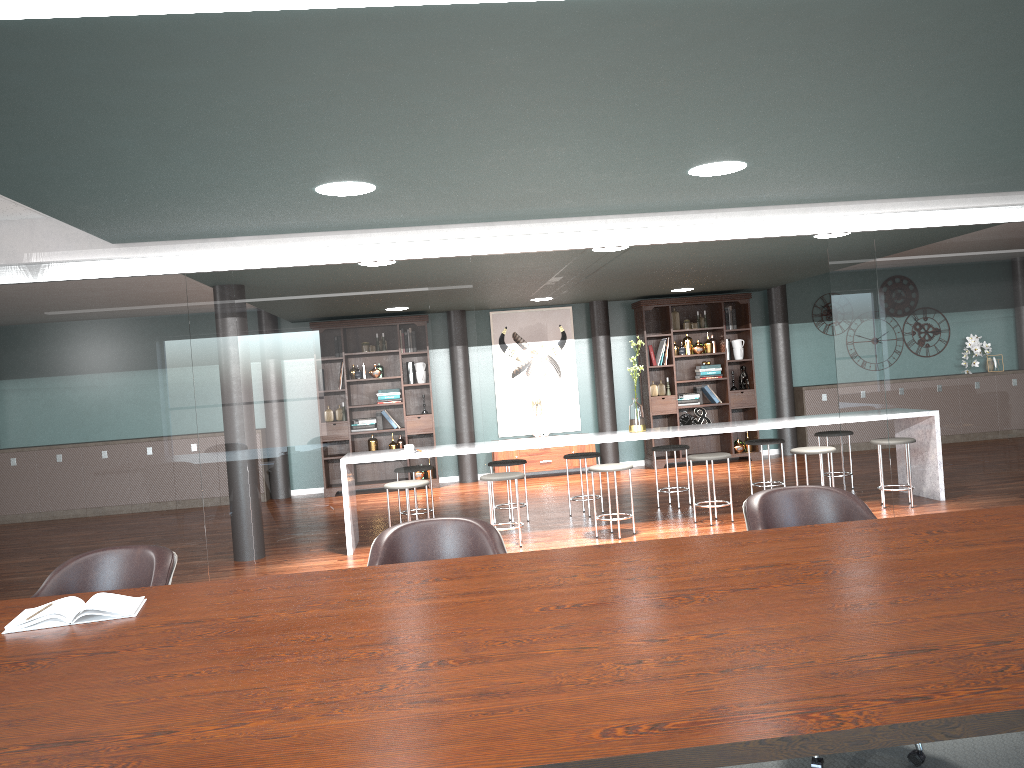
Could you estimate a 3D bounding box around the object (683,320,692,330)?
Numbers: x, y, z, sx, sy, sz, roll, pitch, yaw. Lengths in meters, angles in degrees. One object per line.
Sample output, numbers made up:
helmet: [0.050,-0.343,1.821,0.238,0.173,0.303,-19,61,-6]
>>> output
object: [2.095,-0.710,10.596,0.106,0.126,0.096,-5,1,-45]

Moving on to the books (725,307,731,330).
books: [2.585,-0.779,10.655,0.016,0.268,0.205,-4,0,-5]

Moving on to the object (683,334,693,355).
object: [2.104,-0.472,10.611,0.114,0.251,0.114,-4,0,21]

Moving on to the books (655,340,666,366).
books: [1.761,-0.369,10.582,0.115,0.296,0.210,-4,0,-5]

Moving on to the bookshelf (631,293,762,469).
bookshelf: [2.213,-0.040,10.641,1.339,1.984,0.482,-4,0,-5]

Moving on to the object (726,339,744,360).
object: [2.680,-0.419,10.695,0.268,0.262,0.137,-4,1,34]

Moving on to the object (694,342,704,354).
object: [2.243,-0.442,10.646,0.099,0.169,0.099,-5,1,-31]

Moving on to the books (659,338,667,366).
books: [1.786,-0.380,10.578,0.090,0.316,0.197,-4,0,-5]

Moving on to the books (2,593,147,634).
books: [-1.044,0.542,2.134,0.285,0.032,0.180,-4,0,-15]

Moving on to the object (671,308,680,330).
object: [1.952,-0.773,10.610,0.104,0.273,0.104,-4,1,31]

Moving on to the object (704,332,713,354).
object: [2.342,-0.493,10.580,0.108,0.256,0.108,-4,1,29]

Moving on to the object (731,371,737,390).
object: [2.653,-0.039,10.632,0.077,0.228,0.077,-4,0,-22]

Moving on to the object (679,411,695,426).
object: [2.068,0.443,10.542,0.224,0.238,0.159,-4,0,-5]

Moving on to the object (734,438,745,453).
object: [2.699,0.733,10.567,0.144,0.175,0.073,-4,0,-4]

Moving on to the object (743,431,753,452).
object: [2.828,0.682,10.627,0.108,0.256,0.108,-4,1,29]

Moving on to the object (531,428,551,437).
object: [0.347,0.585,10.580,0.245,0.112,0.261,-4,0,2]

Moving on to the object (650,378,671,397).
object: [1.746,0.032,10.573,0.250,0.221,0.186,-4,0,-7]

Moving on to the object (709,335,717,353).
object: [2.419,-0.482,10.681,0.092,0.222,0.092,-4,1,29]

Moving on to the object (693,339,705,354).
object: [2.214,-0.442,10.520,0.144,0.175,0.073,-4,0,-4]

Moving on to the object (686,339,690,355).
object: [2.087,-0.439,10.504,0.040,0.191,0.040,-4,0,4]

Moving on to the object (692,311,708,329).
object: [2.230,-0.768,10.619,0.196,0.221,0.184,-4,0,-5]

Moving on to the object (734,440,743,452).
object: [2.729,0.733,10.693,0.099,0.169,0.099,-5,1,-31]

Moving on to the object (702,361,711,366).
object: [2.327,-0.249,10.636,0.104,0.052,0.100,-4,0,-1]

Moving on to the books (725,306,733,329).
books: [2.607,-0.789,10.658,0.027,0.286,0.184,-4,0,-5]

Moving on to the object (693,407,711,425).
object: [2.274,0.412,10.678,0.233,0.268,0.051,-4,0,-5]

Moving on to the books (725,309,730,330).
books: [2.556,-0.765,10.652,0.042,0.248,0.194,-4,0,-5]

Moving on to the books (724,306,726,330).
books: [2.519,-0.783,10.649,0.027,0.286,0.184,-4,0,-5]

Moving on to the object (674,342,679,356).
object: [1.951,-0.421,10.614,0.105,0.172,0.105,-4,0,-9]

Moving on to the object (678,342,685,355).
object: [2.016,-0.420,10.527,0.079,0.161,0.080,-4,0,21]

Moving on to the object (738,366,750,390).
object: [2.766,-0.079,10.657,0.116,0.286,0.215,-4,0,-10]
